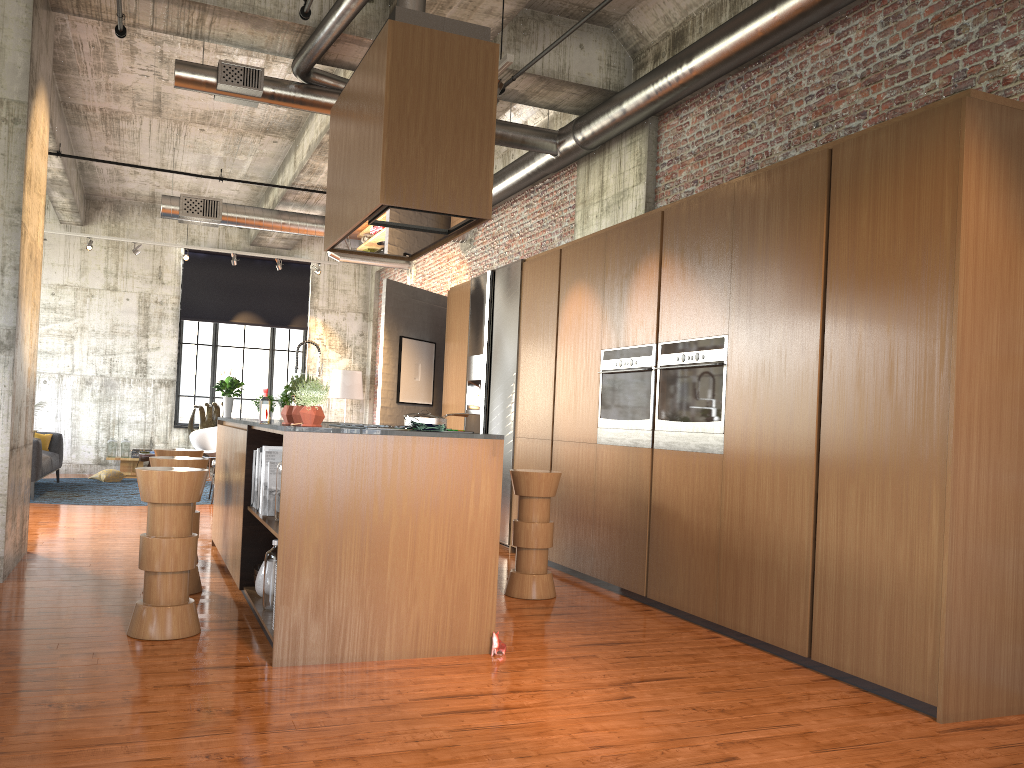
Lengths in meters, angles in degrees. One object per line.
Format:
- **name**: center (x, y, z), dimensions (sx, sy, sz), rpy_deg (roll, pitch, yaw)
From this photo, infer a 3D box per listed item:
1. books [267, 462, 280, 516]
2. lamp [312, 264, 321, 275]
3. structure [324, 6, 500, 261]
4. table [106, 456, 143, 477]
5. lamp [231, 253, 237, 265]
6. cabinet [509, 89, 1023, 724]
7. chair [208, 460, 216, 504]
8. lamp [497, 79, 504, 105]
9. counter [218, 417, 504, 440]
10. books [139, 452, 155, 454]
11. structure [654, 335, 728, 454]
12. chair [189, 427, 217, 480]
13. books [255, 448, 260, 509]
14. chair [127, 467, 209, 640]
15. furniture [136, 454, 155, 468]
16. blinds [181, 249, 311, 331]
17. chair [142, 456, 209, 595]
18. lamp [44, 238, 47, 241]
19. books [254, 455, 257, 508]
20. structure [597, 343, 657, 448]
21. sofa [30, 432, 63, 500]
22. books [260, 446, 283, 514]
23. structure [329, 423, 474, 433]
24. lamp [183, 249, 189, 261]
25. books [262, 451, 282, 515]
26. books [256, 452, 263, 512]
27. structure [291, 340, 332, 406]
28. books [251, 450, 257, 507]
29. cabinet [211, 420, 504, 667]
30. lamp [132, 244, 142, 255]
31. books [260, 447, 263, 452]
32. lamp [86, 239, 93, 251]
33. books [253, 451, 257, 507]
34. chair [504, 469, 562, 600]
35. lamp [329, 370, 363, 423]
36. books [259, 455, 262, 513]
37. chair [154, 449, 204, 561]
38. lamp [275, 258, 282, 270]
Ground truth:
- **books**: center (-1.457, 0.681, 5.747), dimensions (0.246, 0.347, 0.085), rpy_deg (3, -1, -23)
- **lamp**: center (-3.817, -2.241, 17.394), dimensions (0.225, 0.215, 0.102), rpy_deg (2, -1, 18)
- **structure**: center (-0.713, -1.518, 5.777), dimensions (0.664, 1.125, 1.629), rpy_deg (3, -2, -23)
- **table**: center (-7.164, 1.565, 16.699), dimensions (0.875, 0.359, 0.475), rpy_deg (4, -2, -23)
- **lamp**: center (-5.247, -2.342, 16.736), dimensions (0.102, 0.251, 0.165), rpy_deg (3, -1, 2)
- **cabinet**: center (1.468, 0.189, 6.848), dimensions (0.860, 3.043, 5.343), rpy_deg (3, -2, -23)
- **chair**: center (-3.922, 1.325, 12.905), dimensions (0.875, 0.793, 1.043), rpy_deg (3, -2, -22)
- **lamp**: center (-0.146, -2.094, 6.450), dimensions (0.102, 0.215, 0.226), rpy_deg (3, -2, -27)
- **counter**: center (-1.463, 0.395, 6.890), dimensions (1.245, 0.174, 4.363), rpy_deg (4, -3, -23)
- **books**: center (-6.535, 1.246, 15.996), dimensions (0.229, 0.043, 0.300), rpy_deg (0, -3, 41)
- **structure**: center (1.228, 0.077, 6.259), dimensions (0.079, 0.794, 0.860), rpy_deg (3, -2, -23)
- **chair**: center (-5.430, 1.284, 16.269), dimensions (1.057, 1.030, 0.807), rpy_deg (2, -1, 17)
- **books**: center (-1.617, 0.657, 6.133), dimensions (0.294, 0.414, 0.101), rpy_deg (3, -1, -23)
- **chair**: center (-2.033, 0.985, 5.246), dimensions (0.409, 0.962, 0.411), rpy_deg (4, -1, -44)
- **furniture**: center (-6.506, 1.499, 15.980), dimensions (0.432, 0.477, 0.432), rpy_deg (2, -2, 22)
- **blinds**: center (-5.303, -1.899, 17.772), dimensions (2.445, 1.463, 0.150), rpy_deg (3, -1, -22)
- **chair**: center (-2.443, 1.019, 6.444), dimensions (0.409, 0.962, 0.411), rpy_deg (4, -1, -44)
- **lamp**: center (-8.260, -2.531, 15.526), dimensions (0.102, 0.211, 0.261), rpy_deg (2, -2, 12)
- **books**: center (-1.652, 0.666, 6.215), dimensions (0.284, 0.400, 0.036), rpy_deg (3, -1, -23)
- **structure**: center (0.880, 0.097, 7.089), dimensions (0.079, 0.794, 0.860), rpy_deg (3, -2, -23)
- **sofa**: center (-7.532, 1.142, 13.081), dimensions (1.363, 0.860, 3.004), rpy_deg (3, -3, -21)
- **books**: center (-1.508, 0.636, 5.856), dimensions (0.284, 0.443, 0.059), rpy_deg (3, -1, -23)
- **structure**: center (-0.750, 0.284, 5.786), dimensions (0.678, 0.019, 1.097), rpy_deg (4, -3, -23)
- **lamp**: center (-6.054, -2.388, 16.456), dimensions (0.102, 0.211, 0.260), rpy_deg (3, -2, -28)
- **books**: center (-1.471, 0.648, 5.785), dimensions (0.294, 0.414, 0.101), rpy_deg (3, -1, -23)
- **books**: center (-1.563, 0.662, 5.966), dimensions (0.284, 0.396, 0.036), rpy_deg (3, -1, -23)
- **structure**: center (-1.842, -0.029, 8.139), dimensions (0.361, 0.749, 0.168), rpy_deg (3, -1, -23)
- **books**: center (-1.693, 0.670, 6.279), dimensions (0.284, 0.396, 0.036), rpy_deg (3, -1, -23)
- **cabinet**: center (-1.490, 0.955, 6.884), dimensions (1.245, 1.243, 4.361), rpy_deg (3, -2, -23)
- **lamp**: center (-6.822, -2.439, 16.111), dimensions (0.183, 0.240, 0.102), rpy_deg (3, -1, -28)
- **books**: center (-1.570, 0.647, 6.012), dimensions (0.284, 0.428, 0.050), rpy_deg (3, -1, -23)
- **lamp**: center (-7.547, -2.482, 15.841), dimensions (0.102, 0.228, 0.199), rpy_deg (3, -1, -13)
- **books**: center (-1.670, 0.672, 6.247), dimensions (0.284, 0.391, 0.036), rpy_deg (3, -1, -23)
- **chair**: center (0.163, 1.160, 6.917), dimensions (0.411, 0.962, 0.409), rpy_deg (3, -1, 8)
- **lamp**: center (-3.405, 0.853, 18.036), dimensions (0.694, 2.242, 0.707), rpy_deg (3, -1, 0)
- **books**: center (-1.539, 0.664, 5.935), dimensions (0.284, 0.391, 0.036), rpy_deg (3, -1, -23)
- **chair**: center (-2.917, 1.053, 7.704), dimensions (0.409, 0.962, 0.411), rpy_deg (4, -1, -44)
- **lamp**: center (-4.486, -2.292, 17.058), dimensions (0.102, 0.251, 0.165), rpy_deg (2, -1, 22)
